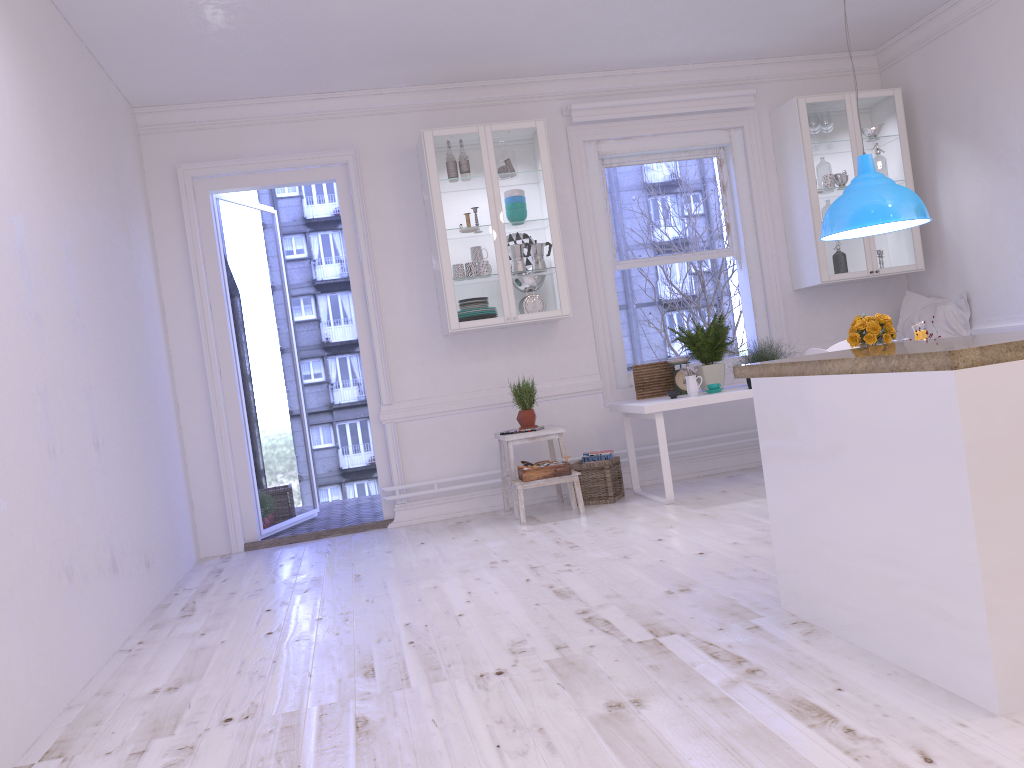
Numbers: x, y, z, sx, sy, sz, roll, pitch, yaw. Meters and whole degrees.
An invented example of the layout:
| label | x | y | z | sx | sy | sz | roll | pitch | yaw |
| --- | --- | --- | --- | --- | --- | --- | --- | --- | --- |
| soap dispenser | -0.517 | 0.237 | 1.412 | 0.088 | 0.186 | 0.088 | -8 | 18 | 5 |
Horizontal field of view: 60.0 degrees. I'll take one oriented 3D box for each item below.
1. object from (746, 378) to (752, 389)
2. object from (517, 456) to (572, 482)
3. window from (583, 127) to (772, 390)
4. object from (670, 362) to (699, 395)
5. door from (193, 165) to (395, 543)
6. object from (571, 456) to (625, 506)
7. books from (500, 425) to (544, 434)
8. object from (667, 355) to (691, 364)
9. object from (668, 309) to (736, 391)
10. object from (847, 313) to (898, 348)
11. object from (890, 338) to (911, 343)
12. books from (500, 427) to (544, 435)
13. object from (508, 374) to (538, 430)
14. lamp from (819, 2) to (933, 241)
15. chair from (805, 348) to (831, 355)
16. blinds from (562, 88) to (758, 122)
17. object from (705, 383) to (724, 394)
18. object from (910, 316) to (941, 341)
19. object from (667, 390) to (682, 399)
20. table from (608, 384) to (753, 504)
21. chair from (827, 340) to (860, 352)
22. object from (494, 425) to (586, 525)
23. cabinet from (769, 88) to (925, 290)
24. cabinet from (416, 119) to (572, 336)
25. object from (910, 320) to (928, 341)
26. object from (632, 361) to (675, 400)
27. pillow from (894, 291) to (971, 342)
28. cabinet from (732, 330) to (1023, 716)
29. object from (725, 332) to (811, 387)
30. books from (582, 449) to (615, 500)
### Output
| label | x | y | z | sx | sy | sz | roll | pitch | yaw |
| --- | --- | --- | --- | --- | --- | --- | --- | --- | --- |
| object | 1.474 | -0.009 | 5.461 | 0.055 | 0.077 | 0.070 | -8 | 1 | 15 |
| object | 0.212 | 0.520 | 5.503 | 0.358 | 0.110 | 0.211 | -8 | 1 | -8 |
| window | 1.200 | -0.925 | 6.529 | 1.234 | 1.782 | 0.181 | -8 | 1 | -10 |
| object | 1.150 | -0.036 | 5.966 | 0.159 | 0.208 | 0.185 | -8 | 1 | -10 |
| door | -1.534 | -0.192 | 6.457 | 1.009 | 2.474 | 1.021 | -8 | 1 | -10 |
| object | 0.562 | 0.641 | 5.867 | 0.276 | 0.270 | 0.276 | -8 | 1 | 23 |
| books | 0.066 | 0.293 | 5.721 | 0.246 | 0.007 | 0.180 | -8 | 1 | 20 |
| object | 1.126 | -0.161 | 5.974 | 0.164 | 0.047 | 0.163 | -7 | 1 | 39 |
| object | 1.289 | -0.217 | 5.876 | 0.438 | 0.527 | 0.368 | -8 | 1 | -10 |
| object | 1.873 | -0.199 | 4.596 | 0.235 | 0.351 | 0.234 | -7 | 1 | 45 |
| object | 2.033 | -0.139 | 4.617 | 0.101 | 0.186 | 0.122 | -8 | 1 | 20 |
| books | 0.067 | 0.302 | 5.721 | 0.246 | 0.011 | 0.180 | -8 | 1 | 20 |
| object | 0.093 | 0.100 | 5.718 | 0.196 | 0.367 | 0.186 | -7 | 1 | 34 |
| lamp | 1.811 | -1.787 | 4.745 | 0.568 | 1.948 | 0.568 | -8 | 1 | 24 |
| chair | 1.705 | 0.217 | 4.220 | 0.483 | 0.845 | 0.604 | -8 | 1 | -10 |
| blinds | 1.076 | -1.984 | 6.326 | 1.451 | 0.131 | 0.136 | -8 | 1 | -10 |
| object | 1.274 | 0.028 | 5.598 | 0.121 | 0.055 | 0.121 | -7 | 1 | 30 |
| object | 2.074 | -0.192 | 4.402 | 0.128 | 0.287 | 0.128 | -8 | 1 | -9 |
| object | 1.018 | 0.068 | 5.583 | 0.082 | 0.048 | 0.079 | -7 | 1 | 39 |
| table | 1.498 | 0.335 | 5.784 | 1.514 | 0.619 | 0.736 | -8 | 1 | -10 |
| chair | 1.947 | 0.170 | 5.071 | 0.604 | 0.845 | 0.483 | -7 | 1 | 35 |
| object | 0.164 | 0.564 | 5.704 | 0.418 | 0.534 | 0.599 | -8 | 1 | -10 |
| cabinet | 2.426 | -1.401 | 6.415 | 0.823 | 1.311 | 0.425 | -8 | 1 | -10 |
| cabinet | -0.125 | -1.038 | 5.942 | 0.823 | 1.311 | 0.425 | -8 | 1 | -10 |
| object | 2.135 | -0.193 | 4.610 | 0.094 | 0.267 | 0.116 | -8 | 1 | 16 |
| object | 0.977 | -0.028 | 6.043 | 0.294 | 0.237 | 0.028 | -8 | 1 | -10 |
| pillow | 2.981 | -0.368 | 6.341 | 0.374 | 0.642 | 0.677 | -9 | 1 | -40 |
| cabinet | 1.267 | 0.302 | 2.653 | 0.654 | 0.842 | 1.167 | -8 | 1 | -10 |
| object | 1.668 | -0.170 | 5.848 | 0.668 | 0.367 | 0.531 | -8 | 1 | 14 |
| books | 0.563 | 0.607 | 5.879 | 0.221 | 0.306 | 0.205 | -8 | 1 | 23 |
